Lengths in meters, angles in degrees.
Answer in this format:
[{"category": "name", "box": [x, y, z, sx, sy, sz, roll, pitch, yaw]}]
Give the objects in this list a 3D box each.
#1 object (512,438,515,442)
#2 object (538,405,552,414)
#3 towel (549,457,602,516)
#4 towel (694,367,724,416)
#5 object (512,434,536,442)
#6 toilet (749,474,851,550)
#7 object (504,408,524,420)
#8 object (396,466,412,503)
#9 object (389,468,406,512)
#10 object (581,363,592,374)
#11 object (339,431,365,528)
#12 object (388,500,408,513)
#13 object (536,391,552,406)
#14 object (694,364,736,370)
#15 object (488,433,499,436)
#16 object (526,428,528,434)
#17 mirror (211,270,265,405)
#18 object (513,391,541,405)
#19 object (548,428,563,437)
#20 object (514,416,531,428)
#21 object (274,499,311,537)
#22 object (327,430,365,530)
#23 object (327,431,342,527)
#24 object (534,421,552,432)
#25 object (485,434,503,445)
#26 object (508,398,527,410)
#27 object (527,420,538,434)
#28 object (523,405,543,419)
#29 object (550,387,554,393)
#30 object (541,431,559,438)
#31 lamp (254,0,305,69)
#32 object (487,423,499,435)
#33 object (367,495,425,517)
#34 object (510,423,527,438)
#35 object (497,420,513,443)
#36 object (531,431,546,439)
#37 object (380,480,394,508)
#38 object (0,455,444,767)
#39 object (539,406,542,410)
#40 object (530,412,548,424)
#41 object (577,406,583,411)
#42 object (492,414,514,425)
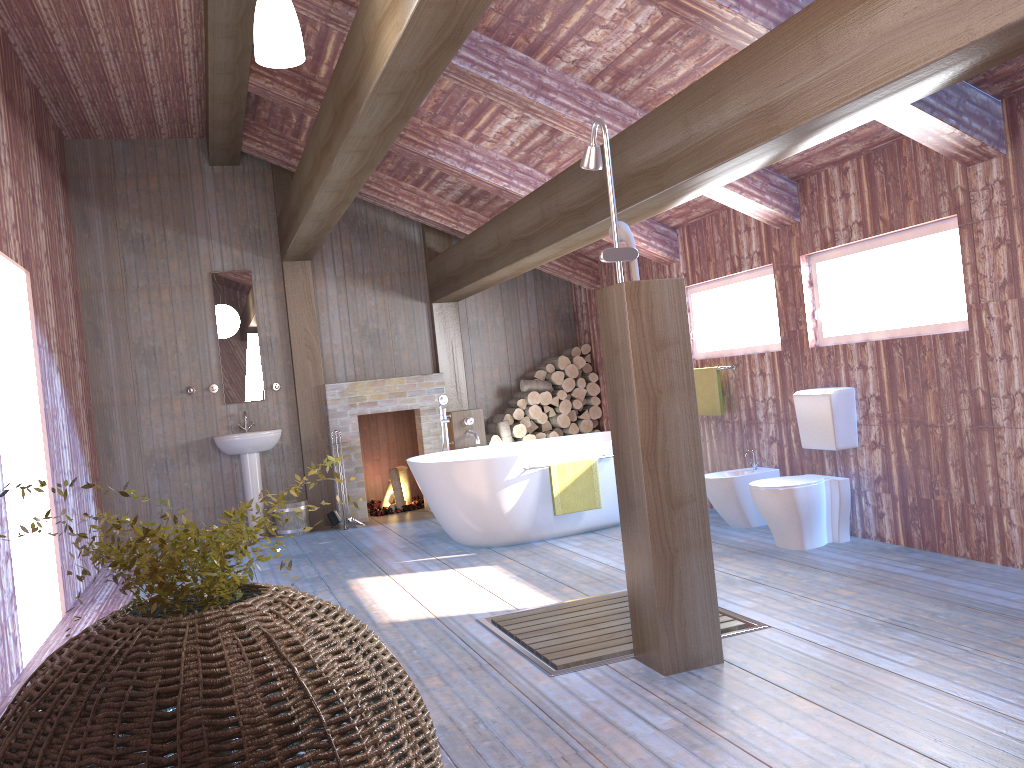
[{"category": "object", "box": [-0.076, 0.554, 8.684, 0.121, 0.124, 0.291, -6, 0, -18]}, {"category": "object", "box": [0.305, 0.246, 8.727, 0.088, 0.092, 0.280, -6, 0, -18]}, {"category": "towel", "box": [0.442, 0.708, 6.152, 0.370, 0.361, 0.032, -6, 0, -23]}, {"category": "towel", "box": [1.464, 0.058, 6.652, 0.032, 0.361, 0.370, -6, 0, -19]}, {"category": "object", "box": [0.092, 0.547, 8.660, 0.139, 0.148, 0.458, -6, 0, -19]}, {"category": "toilet", "box": [1.692, 0.768, 5.286, 0.534, 0.400, 0.375, -6, 0, -18]}, {"category": "object", "box": [0.019, 0.290, 8.620, 0.115, 0.123, 0.291, -6, 0, -18]}, {"category": "object", "box": [-1.099, 1.057, 8.990, 0.140, 0.459, 0.266, -6, 0, -1]}, {"category": "object", "box": [-1.128, 1.046, 8.739, 0.098, 0.434, 0.283, -6, 0, -21]}, {"category": "object", "box": [0.705, -0.155, 8.920, 0.107, 0.115, 0.269, -6, 0, -18]}, {"category": "object", "box": [-1.477, 0.848, 7.956, 0.206, 0.871, 0.126, -6, 0, 24]}, {"category": "object", "box": [-1.120, 1.210, 8.745, 0.085, 0.084, 0.278, -6, 0, 27]}, {"category": "object", "box": [0.252, 0.140, 8.717, 0.138, 0.147, 0.440, -6, 0, -19]}, {"category": "object", "box": [1.482, -0.111, 6.658, 0.091, 0.043, 0.581, -6, 0, -19]}, {"category": "object", "box": [-0.178, 0.524, 8.664, 0.099, 0.093, 0.280, -6, 0, -18]}, {"category": "object", "box": [0.092, 0.454, 8.657, 0.064, 0.068, 0.174, -6, 0, -20]}, {"category": "mirror", "box": [-2.484, -0.427, 8.046, 0.350, 1.199, 0.009, -6, 0, -19]}, {"category": "object", "box": [0.143, 0.138, 8.679, 0.135, 0.145, 0.439, -6, 0, -19]}, {"category": "object", "box": [0.399, 0.493, 8.857, 0.116, 0.118, 0.289, -6, 0, -21]}, {"category": "object", "box": [0.077, 0.373, 8.654, 0.111, 0.113, 0.301, -6, 0, -20]}, {"category": "object", "box": [-1.964, 1.196, 7.925, 0.309, 0.290, 0.308, -6, 0, -9]}, {"category": "object", "box": [-1.569, 0.856, 7.992, 0.276, 0.888, 0.333, -6, 0, 23]}, {"category": "object", "box": [-1.620, 0.851, 7.920, 0.136, 0.846, 0.062, -6, 0, -38]}, {"category": "object", "box": [0.290, 0.417, 8.821, 0.104, 0.127, 0.321, -6, 0, -19]}, {"category": "object", "box": [-0.231, 0.554, 8.542, 0.139, 0.137, 0.455, -6, 0, -21]}, {"category": "object", "box": [0.055, 0.195, 8.651, 0.106, 0.112, 0.282, -6, 0, -18]}, {"category": "object", "box": [0.149, 0.418, 8.770, 0.128, 0.150, 0.323, -6, 0, -19]}, {"category": "object", "box": [0.147, 0.275, 8.669, 0.141, 0.143, 0.437, -6, 0, -21]}, {"category": "object", "box": [0.309, 0.056, 8.839, 0.121, 0.124, 0.291, -6, 0, -18]}, {"category": "object", "box": [0.327, 0.510, 8.725, 0.098, 0.100, 0.437, -6, 0, -21]}, {"category": "lamp", "box": [-0.879, -1.655, 3.163, 0.174, 1.001, 0.174, -6, 0, -38]}, {"category": "object", "box": [-0.148, 0.438, 8.680, 0.108, 0.113, 0.302, -6, 0, -19]}, {"category": "object", "box": [-1.204, 1.232, 9.044, 0.829, 0.085, 0.935, -6, 0, -37]}, {"category": "object", "box": [0.003, 0.447, 8.617, 0.138, 0.147, 0.440, -6, 0, -19]}, {"category": "object", "box": [-0.059, 0.497, 8.412, 0.147, 0.298, 0.109, -6, 0, -16]}, {"category": "object", "box": [0.229, 0.524, 8.696, 0.114, 0.120, 0.303, -6, 0, -18]}, {"category": "object", "box": [-1.227, 1.113, 8.877, 0.221, 0.306, 0.121, -6, 0, 8]}, {"category": "object", "box": [-0.650, 0.698, 1.903, 0.972, 1.073, 0.970, -6, 0, -39]}, {"category": "object", "box": [0.238, 0.244, 8.687, 0.057, 0.061, 0.156, -6, 0, -20]}, {"category": "object", "box": [0.246, 0.330, 8.700, 0.115, 0.123, 0.291, -6, 0, -18]}, {"category": "object", "box": [0.644, 0.238, 8.834, 0.067, 0.069, 0.177, -6, 0, -19]}, {"category": "object", "box": [-0.090, 0.347, 8.631, 0.114, 0.113, 0.301, -6, 0, -21]}]
